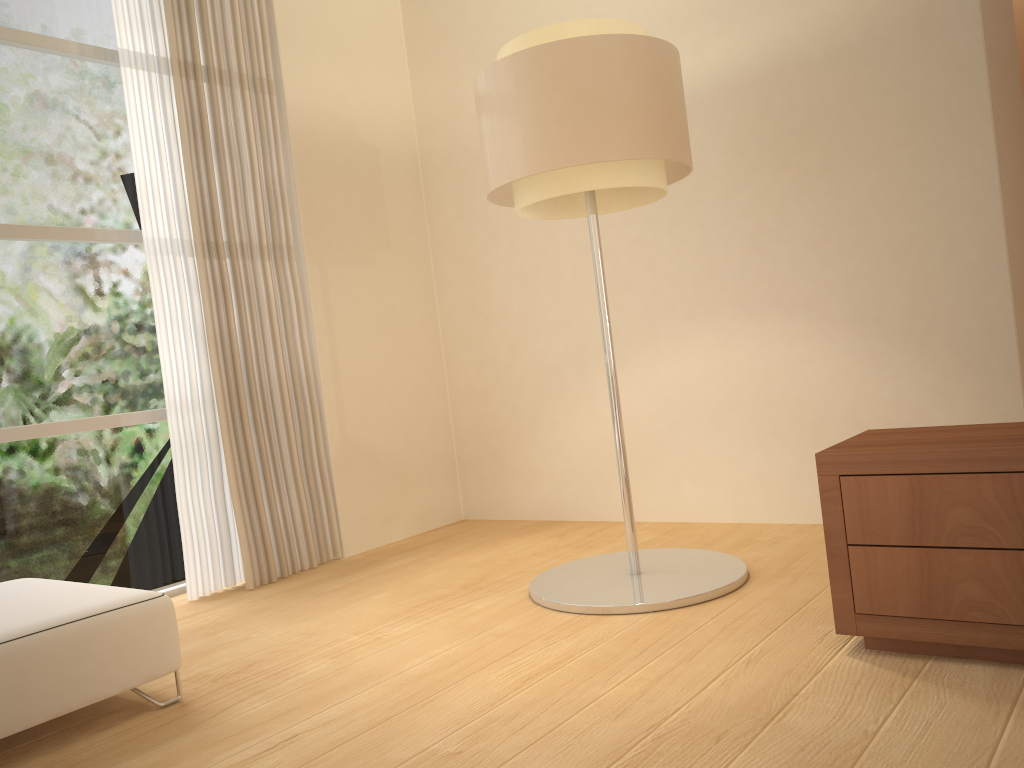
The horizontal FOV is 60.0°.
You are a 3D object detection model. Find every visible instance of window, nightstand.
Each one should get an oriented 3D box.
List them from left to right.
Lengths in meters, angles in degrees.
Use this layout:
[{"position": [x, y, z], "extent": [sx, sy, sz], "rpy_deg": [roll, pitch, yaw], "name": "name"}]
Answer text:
[{"position": [-2.801, -0.535, 2.838], "extent": [0.071, 3.371, 4.781], "rpy_deg": [-6, 1, 38], "name": "window"}, {"position": [2.643, 0.254, 1.267], "extent": [4.220, 0.539, 0.493], "rpy_deg": [-6, 1, 38], "name": "nightstand"}]

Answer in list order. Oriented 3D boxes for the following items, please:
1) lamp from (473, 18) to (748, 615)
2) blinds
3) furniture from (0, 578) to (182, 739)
[{"position": [0.351, -0.251, 3.337], "extent": [0.817, 2.018, 0.817], "rpy_deg": [-7, 1, -9], "name": "lamp"}, {"position": [-1.354, -0.732, 4.208], "extent": [0.202, 3.351, 0.814], "rpy_deg": [-6, 1, 37], "name": "blinds"}, {"position": [-1.634, 0.850, 2.563], "extent": [0.964, 0.346, 0.965], "rpy_deg": [-6, 1, 38], "name": "furniture"}]
